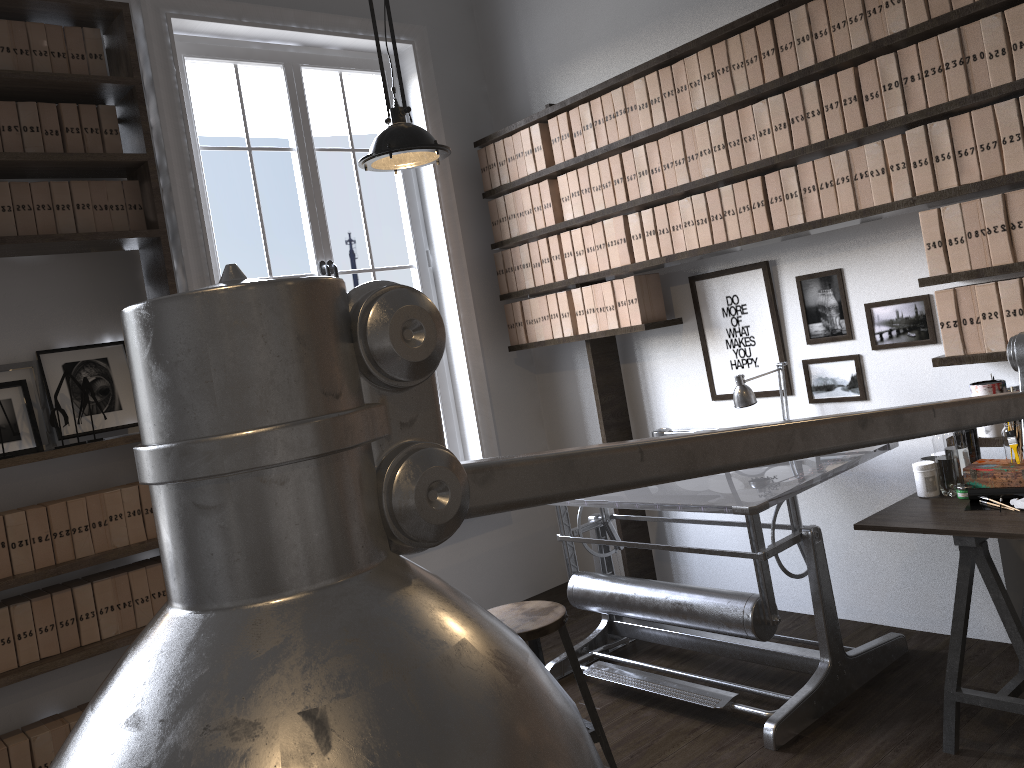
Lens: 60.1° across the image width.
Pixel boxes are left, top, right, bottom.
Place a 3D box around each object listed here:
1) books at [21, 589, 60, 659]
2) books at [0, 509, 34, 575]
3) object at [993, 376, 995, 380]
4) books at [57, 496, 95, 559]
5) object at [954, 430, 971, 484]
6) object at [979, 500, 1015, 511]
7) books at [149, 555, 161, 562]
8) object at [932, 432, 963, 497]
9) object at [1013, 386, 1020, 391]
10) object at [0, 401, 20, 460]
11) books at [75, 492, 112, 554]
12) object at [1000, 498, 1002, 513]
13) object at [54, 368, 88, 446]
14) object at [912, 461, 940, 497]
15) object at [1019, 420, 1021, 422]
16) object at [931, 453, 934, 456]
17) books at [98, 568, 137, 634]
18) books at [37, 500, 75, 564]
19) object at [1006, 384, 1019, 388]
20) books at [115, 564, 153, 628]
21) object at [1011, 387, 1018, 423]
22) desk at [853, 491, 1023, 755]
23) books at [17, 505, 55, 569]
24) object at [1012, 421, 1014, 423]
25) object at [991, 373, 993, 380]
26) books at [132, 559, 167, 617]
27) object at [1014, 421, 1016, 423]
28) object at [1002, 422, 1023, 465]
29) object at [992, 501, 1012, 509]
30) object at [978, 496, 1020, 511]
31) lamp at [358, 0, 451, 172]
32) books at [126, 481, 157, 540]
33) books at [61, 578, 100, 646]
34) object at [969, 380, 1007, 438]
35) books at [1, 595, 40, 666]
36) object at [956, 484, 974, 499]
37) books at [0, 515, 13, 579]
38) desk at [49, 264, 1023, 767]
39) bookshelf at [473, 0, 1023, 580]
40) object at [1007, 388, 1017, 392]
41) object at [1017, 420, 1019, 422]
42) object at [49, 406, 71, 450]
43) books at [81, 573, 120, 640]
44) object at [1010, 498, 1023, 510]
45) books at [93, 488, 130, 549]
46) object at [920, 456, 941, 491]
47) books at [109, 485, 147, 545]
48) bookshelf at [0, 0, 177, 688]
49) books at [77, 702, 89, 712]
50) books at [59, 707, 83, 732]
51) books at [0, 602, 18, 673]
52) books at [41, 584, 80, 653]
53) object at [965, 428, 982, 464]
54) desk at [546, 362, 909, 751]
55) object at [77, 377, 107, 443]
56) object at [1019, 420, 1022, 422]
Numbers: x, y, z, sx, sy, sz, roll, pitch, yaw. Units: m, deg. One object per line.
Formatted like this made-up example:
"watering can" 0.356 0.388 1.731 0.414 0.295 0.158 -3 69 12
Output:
"books" -1.773 0.900 3.329 0.067 0.226 0.174 -10 1 -40
"books" -1.853 0.588 3.302 0.067 0.226 0.174 -10 1 -40
"object" 1.646 0.056 3.012 0.005 0.162 0.041 -10 0 43
"books" -1.694 0.555 3.435 0.067 0.226 0.174 -10 1 -40
"object" 1.409 0.218 2.805 0.068 0.237 0.069 -10 0 -43
"object" 1.396 0.349 2.552 0.005 0.005 0.157 -10 3 -5
"books" -1.409 0.823 3.638 0.067 0.226 0.174 -10 1 -40
"object" 1.355 0.233 2.759 0.068 0.230 0.069 -10 0 -43
"object" 1.720 0.074 2.968 0.071 0.129 0.071 -10 0 7
"object" -1.868 0.150 3.227 0.124 0.260 0.040 -10 0 -40
"books" -1.647 0.544 3.481 0.067 0.225 0.174 -10 1 -40
"object" 1.398 0.345 2.532 0.006 0.006 0.157 -9 3 30
"object" -1.687 0.089 3.396 0.119 0.304 0.040 -10 0 -40
"object" 1.312 0.301 2.803 0.068 0.104 0.068 -10 1 -35
"object" 1.524 0.110 2.655 0.006 0.017 0.006 -10 0 1
"object" 1.420 0.278 2.907 0.068 0.104 0.068 -10 1 -44
"books" -1.563 0.856 3.505 0.067 0.225 0.174 -10 1 -40
"books" -1.749 0.566 3.396 0.067 0.226 0.174 -10 1 -40
"object" 1.722 0.070 3.044 0.070 0.130 0.070 -10 0 7
"books" -1.510 0.845 3.544 0.067 0.226 0.174 -10 1 -40
"object" 1.527 0.121 2.680 0.021 0.228 0.007 -9 0 -28
"desk" 1.841 0.635 2.191 0.658 0.669 1.662 -11 2 -40
"books" -1.802 0.577 3.350 0.067 0.226 0.174 -10 1 -40
"object" 1.527 0.164 2.688 0.011 0.135 0.005 -10 0 -18
"object" 1.648 0.056 3.022 0.005 0.184 0.034 -10 0 44
"books" -1.463 0.835 3.592 0.067 0.226 0.174 -10 1 -40
"object" 1.513 0.133 2.661 0.007 0.214 0.055 -10 0 -4
"object" 1.652 0.143 2.716 0.345 0.146 0.077 -10 1 -17
"object" 1.408 0.349 2.538 0.008 0.006 0.119 -10 3 1
"object" 1.399 0.342 2.540 0.011 0.017 0.171 -10 3 -8
"lamp" -0.543 -1.853 2.954 0.309 2.253 0.314 -10 0 30
"books" -1.496 0.513 3.610 0.067 0.226 0.174 -10 1 -40
"books" -1.663 0.877 3.415 0.067 0.226 0.174 -10 1 -40
"object" 1.582 0.081 2.921 0.108 0.177 0.106 -10 1 -38
"books" -1.823 0.910 3.281 0.067 0.226 0.174 -10 1 -40
"object" 1.383 0.328 2.702 0.049 0.037 0.049 -11 2 -43
"books" -1.910 0.599 3.259 0.067 0.226 0.174 -10 1 -40
"desk" -0.175 0.700 0.239 1.081 1.386 2.271 -10 2 -40
"bookshelf" 3.104 -0.097 1.282 0.375 3.207 9.142 -9 2 -40
"object" 1.660 0.085 2.942 0.051 0.139 0.050 -10 0 -42
"object" 1.532 0.159 2.670 0.005 0.152 0.044 -10 0 20
"object" -1.698 0.164 3.330 0.067 0.166 0.040 -10 0 -40
"books" -1.610 0.866 3.463 0.067 0.225 0.174 -10 1 -40
"object" 1.473 0.321 2.462 0.132 0.050 0.197 -10 3 -10
"books" -1.598 0.534 3.521 0.067 0.225 0.174 -10 1 -40
"object" 1.364 0.290 2.860 0.069 0.103 0.069 -10 1 -44
"books" -1.547 0.523 3.562 0.067 0.226 0.174 -10 1 -40
"bookshelf" -2.325 0.482 2.987 2.484 3.724 0.411 -10 0 -40
"books" -1.598 1.355 3.406 0.067 0.226 0.174 -10 1 -40
"books" -1.645 1.366 3.358 0.067 0.226 0.174 -10 1 -40
"books" -1.876 0.922 3.232 0.067 0.226 0.174 -10 1 -40
"books" -1.719 0.889 3.373 0.067 0.226 0.174 -10 1 -40
"object" 1.473 0.208 2.859 0.068 0.230 0.069 -10 0 -43
"desk" 0.746 0.540 3.423 1.076 1.098 1.264 -11 2 -40
"object" -1.649 0.101 3.462 0.111 0.262 0.040 -10 0 -40
"object" 1.528 0.136 2.667 0.006 0.193 0.055 -9 0 -41
